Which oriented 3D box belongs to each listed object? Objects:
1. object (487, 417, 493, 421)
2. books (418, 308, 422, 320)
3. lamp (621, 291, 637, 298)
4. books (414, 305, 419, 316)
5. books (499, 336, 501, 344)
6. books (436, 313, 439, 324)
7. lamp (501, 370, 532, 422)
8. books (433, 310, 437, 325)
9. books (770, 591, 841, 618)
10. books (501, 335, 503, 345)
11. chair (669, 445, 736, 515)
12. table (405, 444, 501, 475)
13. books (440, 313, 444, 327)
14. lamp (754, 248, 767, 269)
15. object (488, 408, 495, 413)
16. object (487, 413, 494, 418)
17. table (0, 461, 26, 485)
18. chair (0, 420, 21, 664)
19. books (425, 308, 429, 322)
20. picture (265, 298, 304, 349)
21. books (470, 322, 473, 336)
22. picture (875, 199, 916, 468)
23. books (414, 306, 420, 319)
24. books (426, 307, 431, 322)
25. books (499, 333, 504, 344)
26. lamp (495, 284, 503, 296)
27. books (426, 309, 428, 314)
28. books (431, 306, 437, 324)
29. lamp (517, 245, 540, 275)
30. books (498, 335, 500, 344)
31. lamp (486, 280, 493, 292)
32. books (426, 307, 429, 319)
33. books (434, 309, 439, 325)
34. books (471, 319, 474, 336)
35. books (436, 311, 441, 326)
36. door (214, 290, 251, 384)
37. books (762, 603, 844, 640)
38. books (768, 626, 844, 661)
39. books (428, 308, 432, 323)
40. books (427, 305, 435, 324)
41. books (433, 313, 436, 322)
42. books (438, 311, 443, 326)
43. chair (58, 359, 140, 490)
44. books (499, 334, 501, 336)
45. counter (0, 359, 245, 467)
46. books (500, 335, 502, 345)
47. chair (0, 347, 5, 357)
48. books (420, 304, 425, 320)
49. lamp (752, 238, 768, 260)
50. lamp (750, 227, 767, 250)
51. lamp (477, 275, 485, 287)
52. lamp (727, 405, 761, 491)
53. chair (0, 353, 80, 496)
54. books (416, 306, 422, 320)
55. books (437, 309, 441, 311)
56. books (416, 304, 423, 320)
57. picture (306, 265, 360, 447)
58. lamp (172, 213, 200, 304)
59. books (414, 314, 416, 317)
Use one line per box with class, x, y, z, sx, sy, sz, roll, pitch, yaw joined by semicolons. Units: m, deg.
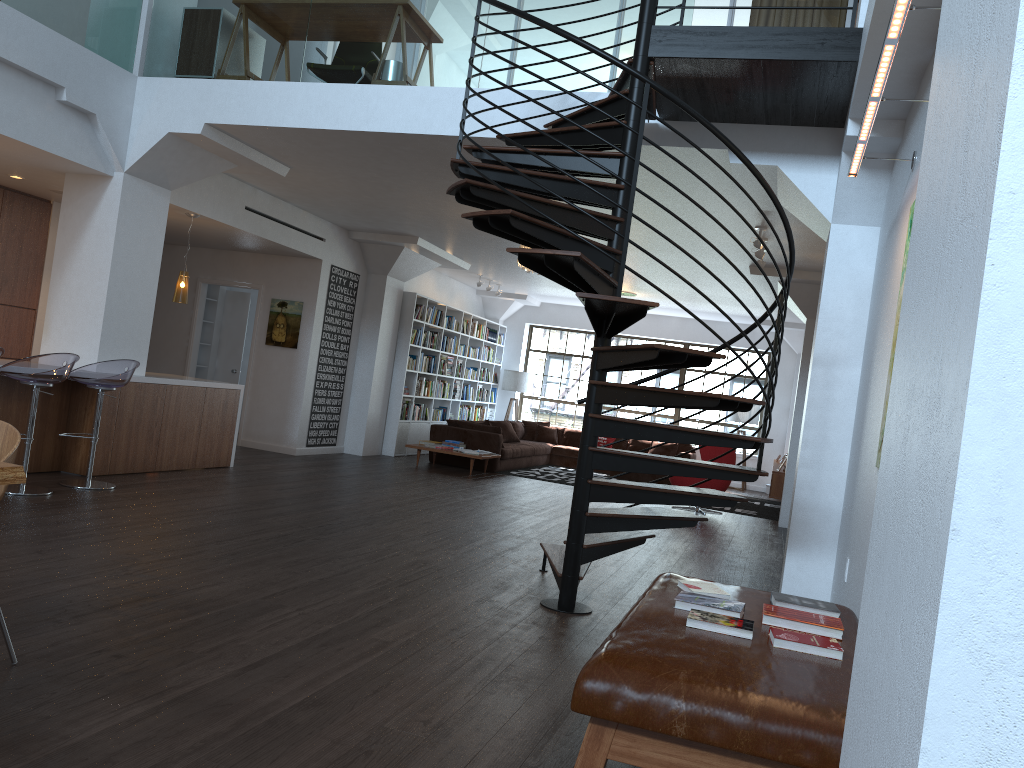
object;-0.564;0.671;17.044;0.331;0.088;0.410;8;-1;17
books;-1.438;-1.066;13.255;0.161;0.222;0.084;8;-1;17
lamp;1.751;-1.196;14.244;0.442;0.539;0.441;8;-1;-31
books;-1.495;-1.071;13.074;0.182;0.215;0.188;8;-1;17
books;-0.287;-0.850;17.068;0.128;0.178;0.021;8;-1;17
books;-1.250;-1.048;13.900;0.182;0.255;0.077;8;-1;17
lamp;0.010;0.538;17.205;0.545;1.579;0.545;8;0;6
books;-1.266;-1.048;13.821;0.159;0.248;0.089;8;-1;17
books;1.196;0.909;3.625;0.254;0.044;0.183;8;-1;12
books;-0.254;-0.851;17.180;0.139;0.191;0.036;8;-1;17
chair;2.422;1.111;11.259;0.801;1.006;0.798;7;-1;42
table;-0.815;1.042;12.230;1.100;0.271;0.853;8;-1;17
books;-1.194;-1.029;14.103;0.167;0.233;0.077;8;-1;17
lamp;2.583;-1.298;9.189;0.120;0.211;0.111;8;-1;-39
object;-0.547;0.496;17.048;0.316;0.088;0.410;8;-1;17
object;-0.551;0.584;17.045;0.331;0.088;0.410;8;-1;17
table;-2.537;0.464;0.999;1.012;0.750;3.803;8;-1;17
chair;-1.979;0.516;2.841;0.629;0.833;0.618;8;-1;12
books;-1.369;-1.051;13.487;0.161;0.222;0.084;8;-1;17
picture;-2.910;-0.773;11.328;0.450;0.600;0.030;8;-1;17
books;-0.792;-0.969;15.434;0.189;0.247;0.057;8;-1;17
picture;1.592;-0.241;3.535;0.010;1.200;1.095;8;-1;17
books;-1.478;-1.064;13.163;0.167;0.210;0.162;8;-1;17
books;-1.352;-1.063;13.560;0.170;0.251;0.118;8;-1;17
books;-0.244;-0.870;17.220;0.140;0.231;0.042;8;-1;17
lamp;-0.229;-1.633;15.482;0.120;0.211;0.111;8;0;-9
books;-1.381;-1.051;13.455;0.161;0.218;0.101;8;-1;17
books;-1.297;-1.073;13.757;0.197;0.290;0.136;8;-1;17
lamp;0.296;-1.439;9.403;0.442;0.539;0.441;8;-1;-31
books;-0.307;-0.853;17.020;0.128;0.178;0.022;8;-1;17
lamp;-0.379;-1.658;14.986;0.120;0.211;0.111;8;-1;-24
books;-1.366;-1.064;13.519;0.159;0.248;0.089;8;-1;17
books;-1.254;-1.047;13.851;0.182;0.253;0.098;8;-1;17
books;-0.757;-0.989;15.478;0.140;0.298;0.044;8;-1;17
books;-1.233;-1.040;13.936;0.174;0.243;0.085;8;-1;17
door;-4.184;-0.321;12.554;0.826;2.032;0.174;8;-1;17
books;1.087;0.889;3.325;0.283;0.043;0.197;8;-1;16
books;0.993;0.878;3.007;0.224;0.036;0.161;8;0;11
books;-1.334;-1.056;13.610;0.174;0.242;0.105;8;-1;17
books;-1.311;-1.077;13.696;0.176;0.293;0.125;8;-1;17
books;-1.281;-1.036;13.791;0.161;0.222;0.083;8;-1;17
books;-1.204;-1.041;14.034;0.182;0.255;0.077;8;-1;17
chair;-3.227;0.284;6.892;0.481;1.014;0.530;8;-1;19
books;-0.278;-0.859;17.110;0.127;0.200;0.020;8;-1;17
counter;-3.528;0.309;5.332;3.039;0.860;8.182;8;-1;-12
books;-0.268;-0.856;17.142;0.136;0.196;0.045;8;-1;17
chair;-3.607;0.221;5.684;0.481;1.014;0.530;8;-1;15
books;-1.421;-1.078;13.328;0.170;0.251;0.118;8;-1;17
lamp;2.438;-1.322;8.705;0.120;0.211;0.111;8;-1;-24
lamp;2.288;-1.347;8.209;0.120;0.211;0.111;8;0;-9
lamp;-0.525;-1.682;14.502;0.120;0.211;0.111;8;-1;-39
lamp;4.068;1.088;15.849;0.545;1.579;0.545;8;-1;28
chair;-3.408;0.254;6.289;0.481;1.014;0.530;8;-1;15
books;-1.451;-1.065;13.223;0.161;0.218;0.101;8;-1;17
books;-1.238;-1.051;13.995;0.180;0.265;0.103;8;-1;17
books;-1.436;-1.078;13.287;0.159;0.248;0.089;8;-1;17
picture;-2.371;-0.345;11.824;0.021;2.380;0.800;8;-1;17
lamp;-3.272;-1.259;8.906;0.149;0.900;0.149;8;-1;-28
books;-1.501;-1.075;13.132;0.182;0.226;0.173;8;-1;17
